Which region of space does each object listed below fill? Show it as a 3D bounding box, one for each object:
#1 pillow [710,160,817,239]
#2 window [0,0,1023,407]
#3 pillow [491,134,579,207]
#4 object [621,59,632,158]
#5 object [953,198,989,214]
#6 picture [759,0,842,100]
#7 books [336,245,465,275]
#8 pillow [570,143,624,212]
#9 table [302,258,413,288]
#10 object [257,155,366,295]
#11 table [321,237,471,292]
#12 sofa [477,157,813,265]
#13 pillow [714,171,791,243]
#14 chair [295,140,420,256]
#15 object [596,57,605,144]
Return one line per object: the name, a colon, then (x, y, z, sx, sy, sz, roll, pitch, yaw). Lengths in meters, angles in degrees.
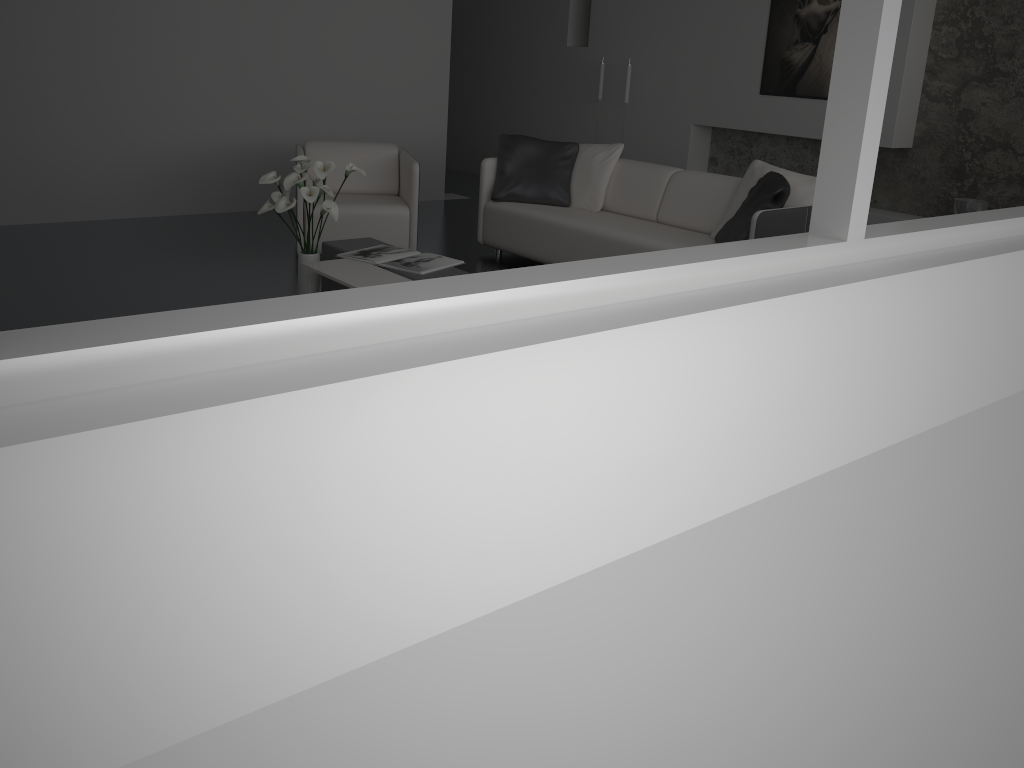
pillow: (1.452, -0.990, 4.996, 0.301, 0.492, 0.602, -7, 21, -33)
window: (0.872, -0.978, 2.113, 8.130, 1.389, 0.112, -13, 21, -37)
pillow: (0.162, -1.463, 6.029, 0.566, 0.436, 0.286, 5, 16, 5)
object: (0.998, -2.214, 7.929, 0.181, 1.354, 0.184, -8, 18, -38)
object: (3.128, -1.163, 6.029, 0.218, 0.185, 0.219, -13, 24, -42)
picture: (2.255, -2.686, 6.697, 0.004, 0.975, 0.763, -7, 20, -37)
books: (-0.559, -0.632, 4.417, 0.555, 0.016, 0.366, 15, 23, 29)
pillow: (0.465, -1.435, 6.092, 0.595, 0.484, 0.328, 18, 22, 38)
table: (-0.591, -0.311, 4.003, 0.301, 0.304, 0.990, -11, 24, -39)
object: (-1.006, -0.713, 4.348, 0.382, 0.773, 0.455, 14, 19, 32)
table: (-0.513, -0.449, 4.392, 0.301, 0.304, 1.286, -11, 24, -38)
sofa: (0.836, -1.019, 5.557, 0.929, 0.641, 2.289, -12, 25, -38)
pillow: (1.309, -0.917, 4.765, 0.333, 0.423, 0.569, 5, 18, 6)
chair: (-1.062, -1.267, 5.912, 0.767, 0.641, 0.949, -1, 19, -14)
object: (0.804, -2.374, 8.330, 0.181, 1.354, 0.184, -8, 18, -38)
